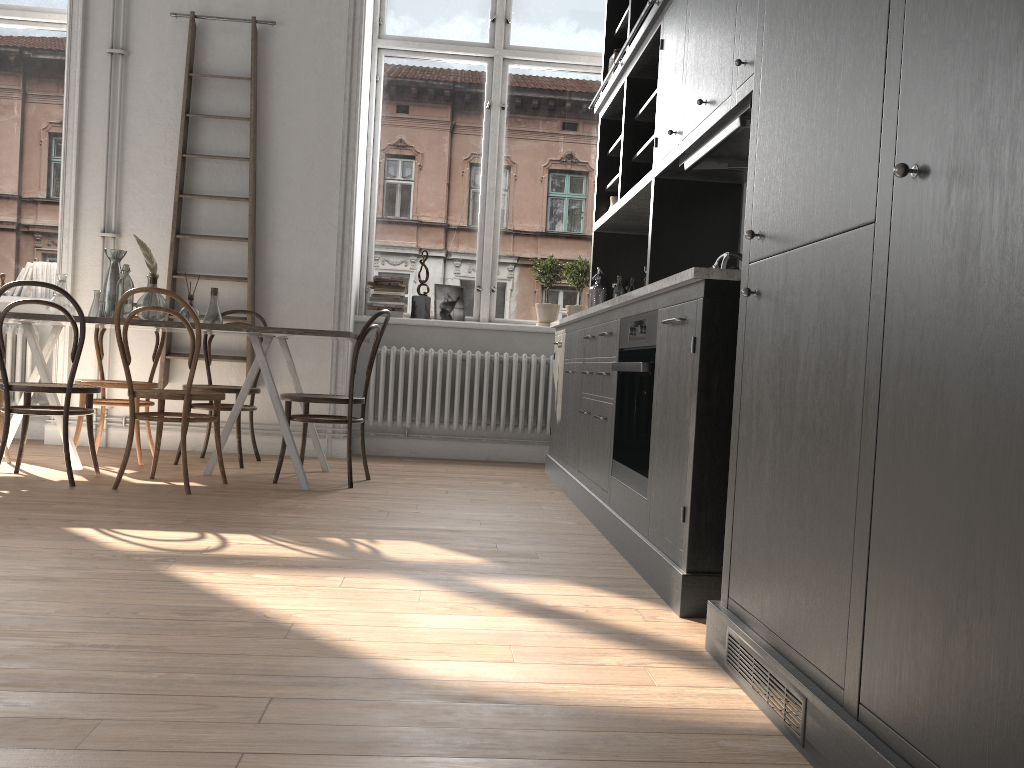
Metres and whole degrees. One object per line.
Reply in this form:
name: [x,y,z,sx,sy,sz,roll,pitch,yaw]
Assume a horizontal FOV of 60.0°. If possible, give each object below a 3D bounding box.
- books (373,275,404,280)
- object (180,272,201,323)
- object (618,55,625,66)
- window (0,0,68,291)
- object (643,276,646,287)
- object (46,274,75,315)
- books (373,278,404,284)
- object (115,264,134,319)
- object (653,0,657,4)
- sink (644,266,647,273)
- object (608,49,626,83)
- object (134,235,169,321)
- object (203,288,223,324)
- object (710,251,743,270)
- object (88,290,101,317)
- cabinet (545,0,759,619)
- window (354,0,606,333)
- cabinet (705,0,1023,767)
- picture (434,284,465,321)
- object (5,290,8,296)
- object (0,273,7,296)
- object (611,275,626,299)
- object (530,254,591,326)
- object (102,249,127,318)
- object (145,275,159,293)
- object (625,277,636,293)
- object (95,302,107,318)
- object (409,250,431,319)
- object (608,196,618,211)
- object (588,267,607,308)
books: [-0.859,-0.733,6.170,0.201,0.024,0.159,3,1,-14]
object: [-1.689,-0.448,4.663,0.107,0.283,0.106,3,1,-9]
object: [0.684,-1.866,5.268,0.114,0.155,0.114,3,1,-1]
window: [-3.763,-2.080,6.075,1.622,2.843,0.013,3,1,-4]
object: [0.810,-0.503,5.398,0.086,0.301,0.086,4,2,41]
object: [-2.287,-0.446,4.499,0.132,0.219,0.132,3,1,-15]
books: [-0.854,-0.711,6.162,0.205,0.020,0.155,3,1,-4]
object: [-2.028,-0.476,4.646,0.086,0.301,0.086,3,2,-19]
object: [0.721,-1.881,4.373,0.083,0.221,0.083,4,2,27]
sink: [0.654,-0.384,4.771,0.514,0.505,0.526,3,1,-4]
object: [0.656,-1.911,5.408,0.118,0.238,0.118,3,1,-19]
object: [-1.846,-0.536,4.570,0.156,0.446,0.157,4,1,14]
object: [-1.597,-0.409,4.747,0.101,0.212,0.101,4,2,35]
object: [0.828,-0.415,3.398,0.171,0.186,0.171,3,1,6]
object: [-2.170,-0.411,4.636,0.083,0.158,0.083,3,1,-9]
cabinet: [0.727,-1.173,3.986,0.635,3.584,3.250,3,1,-4]
window: [6.155,-5.953,9.719,14.385,15.939,26.392,3,1,-4]
cabinet: [0.890,-0.513,1.431,0.633,2.372,1.400,3,1,-4]
picture: [-0.449,-0.564,6.244,0.221,0.264,0.148,3,1,-21]
object: [-3.488,-0.616,5.966,0.088,0.048,0.153,4,1,35]
object: [-3.396,-0.662,5.915,0.048,0.153,0.088,2,2,-34]
object: [0.649,-0.511,5.413,0.086,0.301,0.086,3,2,-19]
object: [0.354,-0.657,6.264,0.500,0.524,0.234,3,1,-15]
object: [-2.132,-0.524,4.749,0.116,0.383,0.116,3,1,7]
object: [-1.922,-0.448,4.728,0.098,0.255,0.100,2,2,-28]
object: [0.738,-0.508,5.499,0.086,0.301,0.086,3,1,10]
object: [-2.104,-0.374,4.548,0.058,0.094,0.058,4,1,24]
object: [-0.627,-0.692,6.185,0.122,0.488,0.102,4,2,20]
object: [0.647,-1.063,5.416,0.127,0.144,0.115,3,1,-26]
object: [0.527,-0.546,5.468,0.109,0.349,0.109,3,2,-23]
